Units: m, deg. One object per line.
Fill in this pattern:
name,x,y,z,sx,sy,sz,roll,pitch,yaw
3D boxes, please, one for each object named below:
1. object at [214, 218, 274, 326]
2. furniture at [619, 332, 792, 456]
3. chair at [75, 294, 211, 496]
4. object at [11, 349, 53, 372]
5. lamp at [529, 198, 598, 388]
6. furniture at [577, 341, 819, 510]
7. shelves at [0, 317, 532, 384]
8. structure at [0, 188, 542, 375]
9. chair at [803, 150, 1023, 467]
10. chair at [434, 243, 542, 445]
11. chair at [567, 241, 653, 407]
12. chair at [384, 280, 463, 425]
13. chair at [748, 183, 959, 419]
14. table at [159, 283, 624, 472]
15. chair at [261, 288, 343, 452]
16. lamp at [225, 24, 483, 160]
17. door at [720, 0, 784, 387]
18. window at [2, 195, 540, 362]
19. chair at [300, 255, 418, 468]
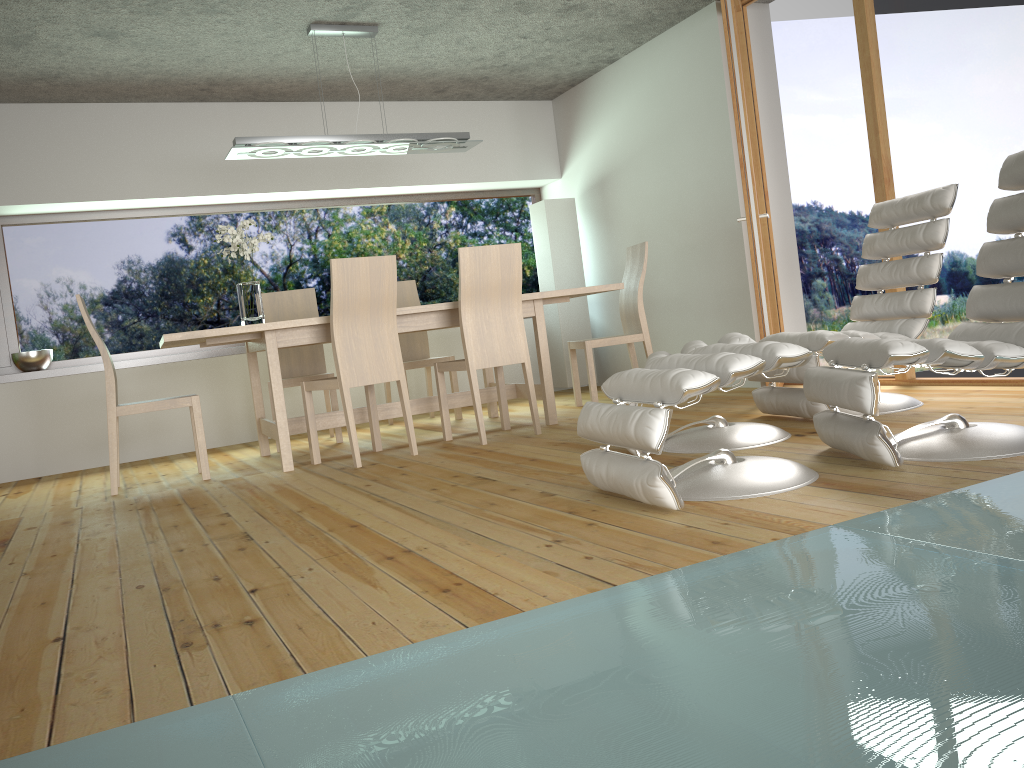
object,-1.461,-0.610,4.894,0.305,0.607,0.302,-8,2,-22
furniture,0.785,0.028,3.701,0.685,0.439,0.570,-7,3,10
chair,-1.932,0.023,4.661,0.507,1.016,0.404,-8,2,-22
object,-3.229,-0.151,5.980,0.247,0.137,0.247,-7,3,10
lamp,0.416,-0.734,7.208,0.280,1.499,0.280,-8,2,-25
furniture,0.609,0.106,2.828,0.687,0.439,0.569,-8,3,-19
shelves,-1.701,-0.298,6.729,4.879,0.054,0.403,-9,4,-25
structure,-1.781,-0.836,6.730,4.883,1.152,0.525,-9,3,-25
chair,1.460,-0.277,2.943,0.914,0.968,0.570,-7,2,0
chair,-0.157,-0.213,4.810,0.405,1.016,0.506,-8,2,-26
chair,0.650,-0.379,5.793,0.506,1.016,0.404,-8,2,-12
chair,-0.696,-0.235,6.220,0.405,1.016,0.506,-8,3,-27
chair,1.582,-0.368,4.130,0.915,0.968,0.569,-8,2,-15
table,-0.679,-0.042,5.215,2.504,0.755,1.200,-9,3,-22
chair,-1.380,-0.116,5.737,0.405,1.016,0.506,-8,2,-14
lamp,-0.950,-1.733,5.217,1.493,0.718,0.290,-9,3,-25
door,1.413,-1.160,5.188,0.162,2.415,0.937,-7,2,20
window,-1.611,-0.908,7.049,4.193,0.977,0.012,-9,2,-25
chair,-0.809,-0.114,4.563,0.405,1.016,0.505,-9,3,-36
